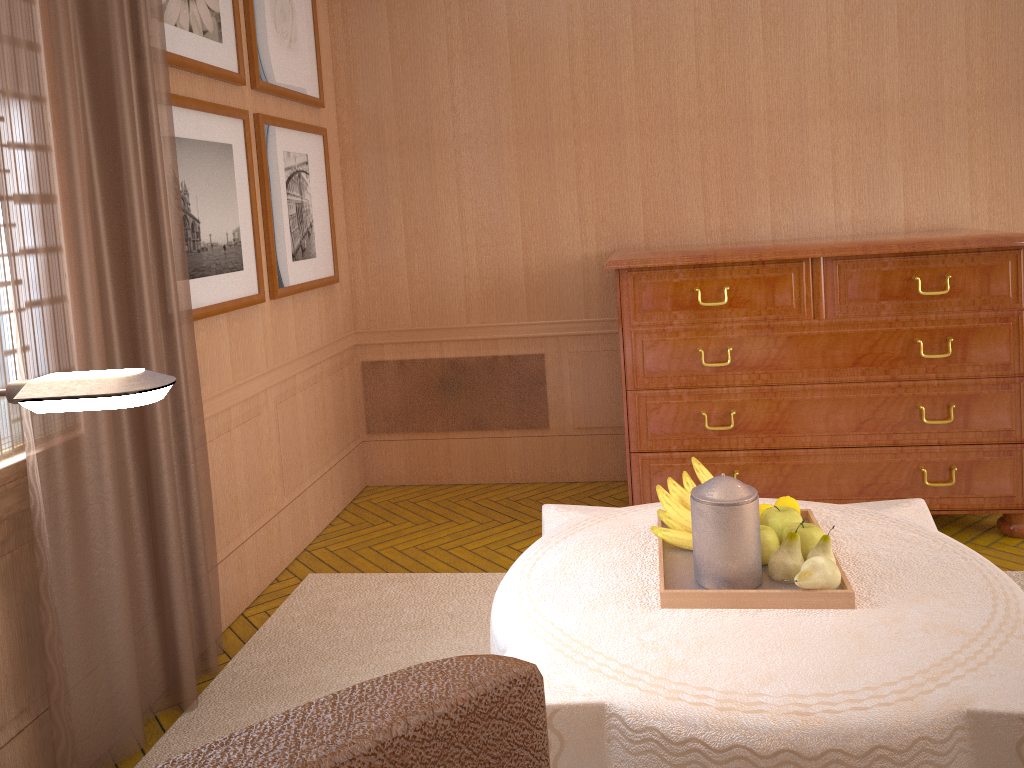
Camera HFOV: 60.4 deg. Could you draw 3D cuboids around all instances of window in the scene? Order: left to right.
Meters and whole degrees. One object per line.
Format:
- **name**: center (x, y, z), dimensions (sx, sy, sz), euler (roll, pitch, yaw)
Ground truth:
- **window**: center (-2.582, -1.142, 2.860), dimensions (0.846, 3.345, 2.468), euler (-3, 7, 9)

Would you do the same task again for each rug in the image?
- **rug**: center (2.126, 1.732, 2.256), dimensions (7.943, 0.020, 6.097), euler (-2, 11, 9)

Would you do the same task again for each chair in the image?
- **chair**: center (-0.475, 1.106, 1.258), dimensions (1.910, 1.954, 1.743), euler (1, 9, 34)

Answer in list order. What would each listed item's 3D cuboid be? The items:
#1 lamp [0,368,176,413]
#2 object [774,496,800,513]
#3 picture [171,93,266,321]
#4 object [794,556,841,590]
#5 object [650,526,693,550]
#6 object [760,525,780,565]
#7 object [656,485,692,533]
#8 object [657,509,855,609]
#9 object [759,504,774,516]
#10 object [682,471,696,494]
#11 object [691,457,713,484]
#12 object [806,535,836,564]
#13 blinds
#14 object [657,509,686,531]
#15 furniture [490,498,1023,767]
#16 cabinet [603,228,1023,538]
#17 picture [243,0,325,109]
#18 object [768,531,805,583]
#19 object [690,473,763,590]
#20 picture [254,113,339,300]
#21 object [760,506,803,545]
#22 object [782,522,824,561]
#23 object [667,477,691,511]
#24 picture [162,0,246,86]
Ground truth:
- **lamp**: center (-1.004, 0.982, 1.932), dimensions (0.633, 2.007, 0.566), euler (-7, 6, -29)
- **object**: center (1.141, 0.532, 3.656), dimensions (0.115, 0.132, 0.108), euler (-9, 9, -34)
- **picture**: center (-1.771, -1.024, 5.127), dimensions (0.047, 1.235, 1.269), euler (-3, 8, 9)
- **object**: center (1.047, 0.666, 3.002), dimensions (0.133, 0.127, 0.197), euler (0, 10, 29)
- **object**: center (0.725, 0.559, 3.437), dimensions (0.392, 0.184, 0.072), euler (0, 7, 23)
- **object**: center (0.922, 0.604, 3.303), dimensions (0.159, 0.133, 0.158), euler (-2, 9, 13)
- **object**: center (0.727, 0.505, 3.448), dimensions (0.375, 0.158, 0.105), euler (3, 9, 32)
- **object**: center (0.884, 0.650, 3.365), dimensions (0.638, 0.059, 0.814), euler (-2, 11, 9)
- **object**: center (1.050, 0.550, 3.627), dimensions (0.133, 0.109, 0.112), euler (-2, 8, 12)
- **object**: center (0.794, 0.481, 3.548), dimensions (0.065, 0.170, 0.380), euler (-6, 10, -24)
- **object**: center (0.848, 0.425, 3.581), dimensions (0.071, 0.167, 0.409), euler (-5, 10, -14)
- **object**: center (1.098, 0.610, 3.131), dimensions (0.098, 0.147, 0.099), euler (3, 9, 45)
- **blinds**: center (-1.841, -0.743, 3.959), dimensions (0.266, 4.744, 1.464), euler (-3, 5, 8)
- **object**: center (0.748, 0.546, 3.498), dimensions (0.395, 0.180, 0.062), euler (4, 9, 38)
- **furniture**: center (0.907, 1.139, 3.321), dimensions (1.948, 0.890, 1.982), euler (-3, 10, 6)
- **cabinet**: center (2.129, -0.043, 6.339), dimensions (2.762, 1.925, 1.436), euler (-2, 7, 9)
- **picture**: center (-1.655, -2.700, 6.404), dimensions (0.047, 1.235, 1.269), euler (-3, 8, 9)
- **object**: center (0.984, 0.628, 3.156), dimensions (0.130, 0.195, 0.131), euler (3, 9, 45)
- **object**: center (0.765, 0.511, 3.152), dimensions (0.235, 0.388, 0.236), euler (-7, 7, -24)
- **picture**: center (-1.559, -1.313, 6.511), dimensions (0.047, 1.235, 1.269), euler (-3, 8, 9)
- **object**: center (1.055, 0.562, 3.450), dimensions (0.170, 0.146, 0.173), euler (-10, 10, -34)
- **object**: center (1.093, 0.595, 3.292), dimensions (0.159, 0.133, 0.158), euler (-2, 9, 13)
- **object**: center (0.744, 0.467, 3.547), dimensions (0.092, 0.127, 0.411), euler (-8, 11, -31)
- **picture**: center (-1.867, -2.411, 5.020), dimensions (0.047, 1.235, 1.269), euler (-3, 8, 9)
